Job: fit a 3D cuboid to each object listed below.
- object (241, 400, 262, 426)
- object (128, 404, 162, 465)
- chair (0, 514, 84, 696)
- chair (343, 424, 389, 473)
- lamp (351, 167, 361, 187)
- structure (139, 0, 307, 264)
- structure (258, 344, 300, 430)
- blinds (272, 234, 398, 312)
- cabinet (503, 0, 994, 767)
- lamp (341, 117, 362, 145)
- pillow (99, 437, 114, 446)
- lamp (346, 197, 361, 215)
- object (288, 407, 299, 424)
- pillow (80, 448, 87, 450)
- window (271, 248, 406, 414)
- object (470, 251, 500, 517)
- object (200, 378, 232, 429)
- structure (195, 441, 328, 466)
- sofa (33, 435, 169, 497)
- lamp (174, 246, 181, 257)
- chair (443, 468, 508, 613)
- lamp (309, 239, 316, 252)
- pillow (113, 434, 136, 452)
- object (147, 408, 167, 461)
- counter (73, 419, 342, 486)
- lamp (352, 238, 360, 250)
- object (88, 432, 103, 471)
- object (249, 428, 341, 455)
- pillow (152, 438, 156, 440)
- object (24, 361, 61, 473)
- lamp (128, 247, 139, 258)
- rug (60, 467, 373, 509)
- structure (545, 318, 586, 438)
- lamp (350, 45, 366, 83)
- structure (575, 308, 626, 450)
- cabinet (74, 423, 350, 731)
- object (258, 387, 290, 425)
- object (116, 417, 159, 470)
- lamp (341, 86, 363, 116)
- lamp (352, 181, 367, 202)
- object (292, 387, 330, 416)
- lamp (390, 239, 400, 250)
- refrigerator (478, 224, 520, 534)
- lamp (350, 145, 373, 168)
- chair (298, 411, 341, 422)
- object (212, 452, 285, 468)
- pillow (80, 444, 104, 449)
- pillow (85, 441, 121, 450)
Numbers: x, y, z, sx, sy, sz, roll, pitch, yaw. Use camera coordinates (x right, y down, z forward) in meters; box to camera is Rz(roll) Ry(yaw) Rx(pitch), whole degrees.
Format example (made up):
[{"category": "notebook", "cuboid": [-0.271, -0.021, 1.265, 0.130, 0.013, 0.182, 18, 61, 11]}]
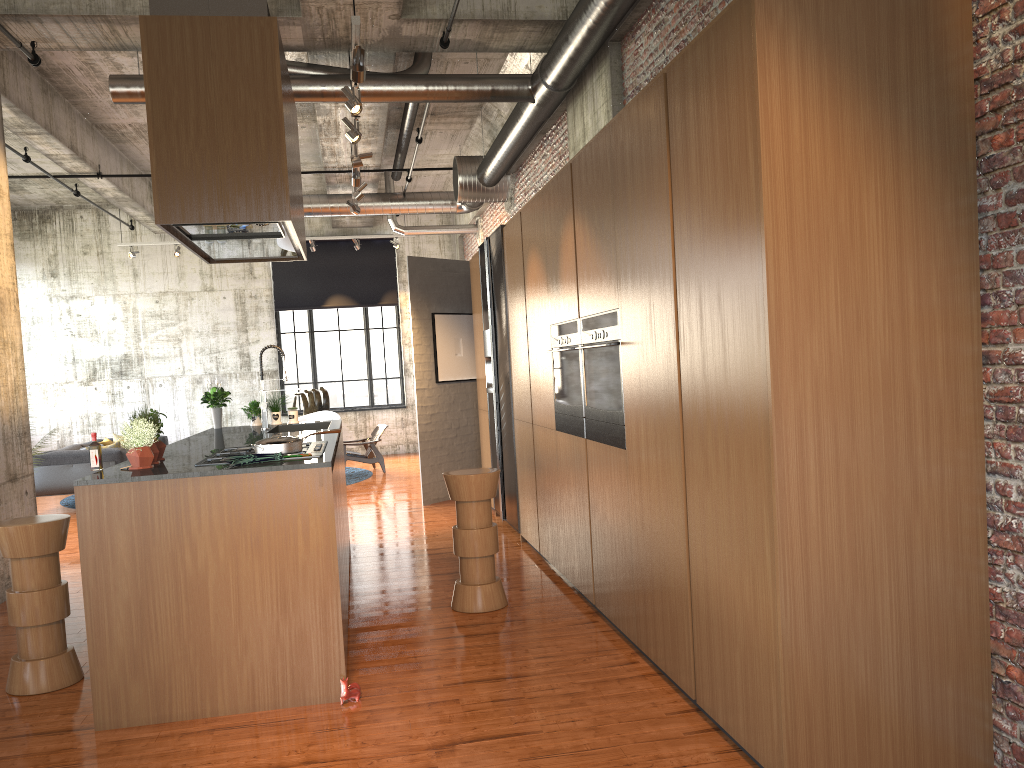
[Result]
[{"category": "object", "cuboid": [-2.496, 0.277, 8.612, 0.236, 0.258, 0.231, -2, 3, 28]}, {"category": "object", "cuboid": [-2.102, 0.275, 5.058, 0.196, 0.368, 0.186, -2, 3, 30]}, {"category": "chair", "cuboid": [-2.765, 1.272, 5.176, 0.409, 0.964, 0.411, -5, 3, -31]}, {"category": "chair", "cuboid": [-2.631, 1.132, 15.250, 1.042, 0.794, 0.874, -4, 2, -20]}, {"category": "lamp", "cuboid": [-1.587, -2.109, 9.018, 0.102, 0.241, 0.182, -4, 3, -15]}, {"category": "structure", "cuboid": [-1.635, -1.388, 5.259, 0.663, 1.127, 1.627, -4, 2, -10]}, {"category": "structure", "cuboid": [-2.071, 0.019, 7.887, 0.360, 0.751, 0.168, -4, 3, -10]}, {"category": "blinds", "cuboid": [-3.580, -2.254, 17.913, 2.442, 1.466, 0.150, -4, 3, -10]}, {"category": "cabinet", "cuboid": [0.890, 0.013, 5.909, 0.859, 3.049, 5.337, -4, 2, -10]}, {"category": "lamp", "cuboid": [-1.319, -2.091, 7.343, 0.165, 0.251, 0.102, -3, 3, 15]}, {"category": "pillow", "cuboid": [-6.755, 1.086, 14.852, 0.228, 0.372, 0.404, -3, 2, -1]}, {"category": "lamp", "cuboid": [-1.881, -2.125, 10.537, 0.102, 0.211, 0.260, -2, 2, 20]}, {"category": "object", "cuboid": [-2.132, 0.305, 8.633, 0.107, 0.158, 0.107, -2, 3, 25]}, {"category": "pillow", "cuboid": [-6.326, 1.087, 13.002, 0.434, 0.319, 0.168, -4, 3, -10]}, {"category": "window", "cuboid": [-3.542, -1.134, 18.147, 2.578, 3.441, 0.050, -4, 3, -10]}, {"category": "object", "cuboid": [0.072, -0.039, 10.470, 0.859, 3.050, 0.909, -4, 3, -10]}, {"category": "object", "cuboid": [-2.835, 0.179, 8.496, 0.268, 0.503, 0.303, -2, 3, 32]}, {"category": "structure", "cuboid": [-1.478, 0.407, 5.376, 0.678, 0.019, 1.096, -4, 1, -10]}, {"category": "sofa", "cuboid": [-6.421, 1.354, 14.020, 1.362, 0.862, 3.001, -4, 1, -8]}, {"category": "lamp", "cuboid": [-6.230, -2.464, 16.504, 0.102, 0.228, 0.198, -3, 2, 0]}, {"category": "chair", "cuboid": [-0.260, 1.101, 6.320, 0.411, 0.964, 0.408, -2, 3, 20]}, {"category": "lamp", "cuboid": [-3.792, -2.619, 16.870, 0.102, 0.251, 0.165, -3, 3, 15]}, {"category": "pillow", "cuboid": [-6.551, 1.052, 15.007, 0.536, 0.447, 0.260, -3, 3, -3]}, {"category": "object", "cuboid": [-2.149, 0.301, 5.298, 0.179, 0.312, 0.172, -4, 3, -4]}, {"category": "counter", "cuboid": [-1.925, 0.502, 6.613, 1.244, 0.174, 4.358, -4, 1, -10]}, {"category": "lamp", "cuboid": [-2.981, -2.669, 17.016, 0.102, 0.251, 0.165, -1, 3, 35]}, {"category": "object", "cuboid": [-2.295, 0.371, 4.882, 0.056, 0.209, 0.056, -4, 3, -10]}, {"category": "object", "cuboid": [-1.237, 0.336, 5.242, 0.331, 0.120, 0.728, -3, 1, 25]}, {"category": "pillow", "cuboid": [-6.221, 1.051, 15.035, 0.434, 0.319, 0.168, -5, 3, -35]}, {"category": "object", "cuboid": [-5.282, 0.800, 8.804, 1.889, 2.067, 1.510, -3, 3, 13]}, {"category": "lamp", "cuboid": [-6.995, -2.418, 16.354, 0.102, 0.211, 0.260, -2, 2, 25]}, {"category": "rug", "cuboid": [-4.742, 1.667, 14.611, 4.848, 0.009, 4.837, -2, 2, 36]}, {"category": "structure", "cuboid": [0.361, -0.039, 6.268, 0.079, 0.796, 0.859, -4, 2, -10]}, {"category": "lamp", "cuboid": [-1.002, -2.069, 5.754, 0.102, 0.215, 0.225, -4, 2, -14]}, {"category": "structure", "cuboid": [0.520, -0.029, 5.384, 0.079, 0.796, 0.859, -4, 2, -10]}, {"category": "cabinet", "cuboid": [-1.892, 1.062, 6.644, 1.244, 1.245, 4.356, -4, 1, -10]}, {"category": "object", "cuboid": [-2.297, 0.203, 8.622, 0.305, 0.382, 0.361, -2, 2, 24]}, {"category": "object", "cuboid": [-2.036, 0.318, 4.829, 0.221, 0.284, 0.210, -3, 2, -2]}, {"category": "lamp", "cuboid": [-1.170, -2.082, 6.531, 0.165, 0.251, 0.102, -2, 3, 35]}, {"category": "lamp", "cuboid": [-1.692, -2.117, 9.784, 0.199, 0.228, 0.102, -3, 3, 0]}, {"category": "object", "cuboid": [-3.971, 0.710, 17.578, 0.728, 1.298, 0.455, -3, 3, 2]}, {"category": "lamp", "cuboid": [-2.255, -2.710, 17.196, 0.226, 0.215, 0.102, -2, 3, 31]}, {"category": "refrigerator", "cuboid": [0.403, -0.027, 9.297, 1.211, 3.055, 1.515, -4, 3, -10]}, {"category": "lamp", "cuboid": [-1.417, -2.100, 8.193, 0.260, 0.211, 0.102, -4, 3, -15]}, {"category": "chair", "cuboid": [-3.688, 1.041, 16.658, 1.058, 1.032, 0.805, -2, 3, 29]}, {"category": "object", "cuboid": [-1.405, 0.392, 4.708, 0.185, 0.068, 0.391, -2, 2, 36]}, {"category": "pillow", "cuboid": [-6.187, 1.056, 13.142, 0.364, 0.315, 0.171, -4, 3, -20]}, {"category": "pillow", "cuboid": [-5.950, 1.060, 13.060, 0.536, 0.447, 0.260, -3, 3, -3]}]
